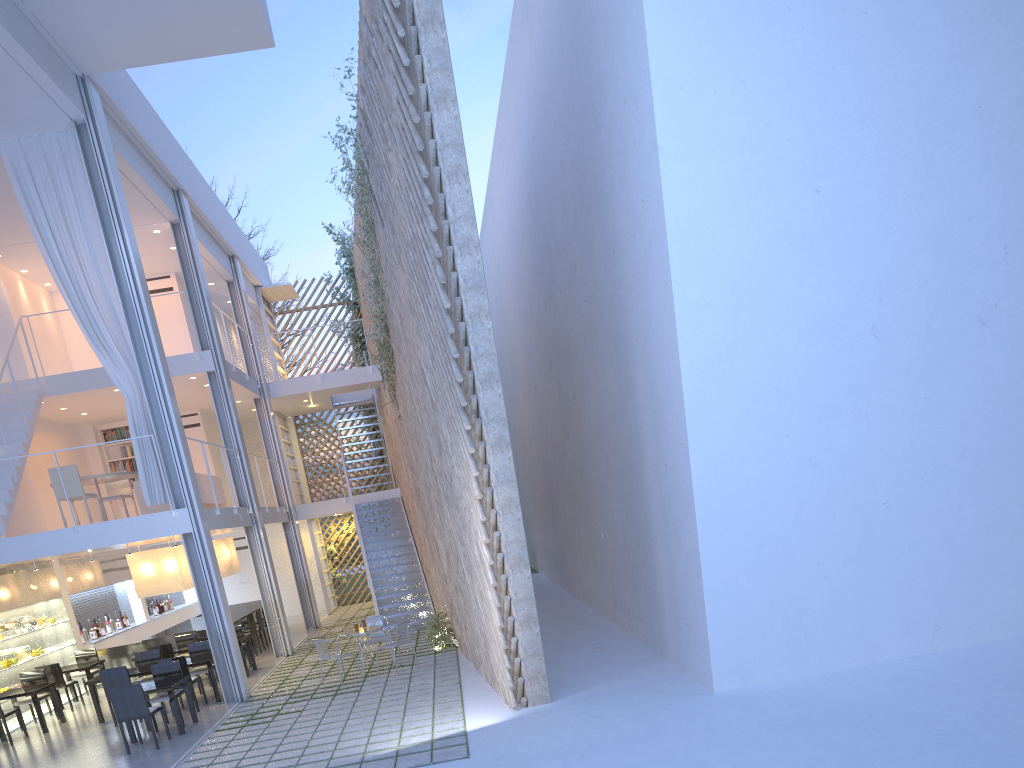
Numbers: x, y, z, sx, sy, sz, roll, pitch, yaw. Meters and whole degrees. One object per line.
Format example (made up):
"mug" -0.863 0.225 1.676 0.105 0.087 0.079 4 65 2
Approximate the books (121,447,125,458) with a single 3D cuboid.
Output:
"books" -4.144 1.313 7.633 0.027 1.675 3.443 -9 -3 -2

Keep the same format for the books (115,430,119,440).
"books" -4.330 0.575 9.063 0.024 0.152 0.079 -10 9 -6

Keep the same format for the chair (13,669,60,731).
"chair" -3.693 2.434 6.341 0.192 0.458 0.225 -10 9 -5

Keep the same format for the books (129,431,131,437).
"books" -4.190 0.559 9.065 0.005 0.134 0.091 -10 7 -6

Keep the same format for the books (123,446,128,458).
"books" -4.138 1.326 7.610 0.039 1.708 3.498 -9 -3 -1

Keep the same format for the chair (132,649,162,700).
"chair" -2.807 2.287 6.363 0.192 0.458 0.225 -10 9 -5

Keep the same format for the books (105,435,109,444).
"books" -4.454 0.620 9.073 0.021 0.103 0.060 -10 8 -6

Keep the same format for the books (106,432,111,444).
"books" -4.435 0.600 9.067 0.021 0.136 0.066 -10 9 -6

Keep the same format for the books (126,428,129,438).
"books" -4.218 0.558 9.065 0.010 0.147 0.085 -10 8 -6

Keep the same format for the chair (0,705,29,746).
"chair" -3.651 2.363 5.853 0.192 0.458 0.225 -10 9 -5

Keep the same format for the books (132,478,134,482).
"books" -4.210 1.094 9.191 0.011 0.160 0.078 -10 9 -6

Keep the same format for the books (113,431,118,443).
"books" -4.352 0.586 9.058 0.007 0.134 0.091 -10 7 -6

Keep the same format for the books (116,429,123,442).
"books" -4.312 0.572 9.063 0.024 0.152 0.079 -10 9 -6

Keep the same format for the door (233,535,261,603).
"door" -3.847 2.368 8.656 0.484 1.205 5.350 -8 -6 7

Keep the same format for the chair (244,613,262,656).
"chair" -2.658 2.497 8.137 0.240 0.459 0.179 -9 11 -2

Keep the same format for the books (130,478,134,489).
"books" -4.230 1.097 9.188 0.015 0.159 0.083 -10 9 -6

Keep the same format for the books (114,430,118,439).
"books" -4.339 0.576 9.062 0.024 0.152 0.079 -10 9 -6

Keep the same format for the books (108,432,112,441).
"books" -4.414 0.597 9.068 0.021 0.136 0.066 -10 9 -6

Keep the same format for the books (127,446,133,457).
"books" -4.138 1.330 7.628 0.030 1.714 3.465 -9 -3 0

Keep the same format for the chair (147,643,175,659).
"chair" -2.850 2.361 6.863 0.192 0.458 0.225 -10 9 -5

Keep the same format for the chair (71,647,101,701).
"chair" -3.776 2.575 7.296 0.192 0.458 0.225 -10 9 -5

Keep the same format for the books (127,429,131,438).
"books" -4.202 0.566 9.070 0.018 0.126 0.081 -10 7 -6

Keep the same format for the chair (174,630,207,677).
"chair" -2.890 2.428 7.318 0.192 0.458 0.225 -10 9 -5

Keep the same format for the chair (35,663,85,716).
"chair" -3.734 2.503 6.808 0.192 0.458 0.225 -10 9 -5

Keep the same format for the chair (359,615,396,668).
"chair" -1.081 2.046 6.570 0.262 0.397 0.235 -10 8 -4

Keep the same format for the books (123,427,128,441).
"books" -4.239 0.555 9.064 0.015 0.159 0.083 -10 9 -6

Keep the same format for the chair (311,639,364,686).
"chair" -1.290 2.004 5.988 0.264 0.397 0.233 -3 10 40

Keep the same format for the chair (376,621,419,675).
"chair" -0.852 1.943 6.087 0.251 0.397 0.245 -4 9 35

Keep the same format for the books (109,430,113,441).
"books" -4.398 0.585 9.059 0.011 0.151 0.082 -10 9 -6

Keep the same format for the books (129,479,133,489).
"books" -4.243 1.113 9.190 0.015 0.132 0.085 -10 7 -6

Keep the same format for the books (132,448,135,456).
"books" -4.190 0.757 9.129 0.040 0.106 0.060 -10 8 -5

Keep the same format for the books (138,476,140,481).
"books" -4.141 1.094 9.190 0.005 0.134 0.091 -10 7 -6

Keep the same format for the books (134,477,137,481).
"books" -4.179 1.103 9.191 0.015 0.129 0.088 -10 7 -6

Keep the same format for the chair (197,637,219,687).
"chair" -2.447 2.294 6.880 0.192 0.458 0.225 -10 9 -5

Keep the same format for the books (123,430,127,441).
"books" -4.252 0.571 9.066 0.015 0.132 0.085 -10 7 -6

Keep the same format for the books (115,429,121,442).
"books" -4.321 0.573 9.063 0.024 0.152 0.079 -10 9 -6

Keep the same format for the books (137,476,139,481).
"books" -4.149 1.092 9.189 0.008 0.140 0.091 -10 7 -6

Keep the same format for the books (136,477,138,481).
"books" -4.162 1.102 9.195 0.018 0.126 0.081 -10 7 -6

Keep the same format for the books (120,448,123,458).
"books" -4.177 1.325 7.620 0.080 1.685 3.473 -9 -3 -3

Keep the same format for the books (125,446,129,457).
"books" -4.131 1.308 7.617 0.037 1.679 3.476 -9 -3 -1

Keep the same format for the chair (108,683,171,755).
"chair" -2.257 2.014 5.006 0.192 0.458 0.225 -10 9 -5

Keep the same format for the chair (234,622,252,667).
"chair" -2.486 2.361 7.334 0.192 0.458 0.225 -10 9 -5

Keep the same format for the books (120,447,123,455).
"books" -4.162 1.327 7.622 0.040 1.712 3.452 -9 -3 -2
